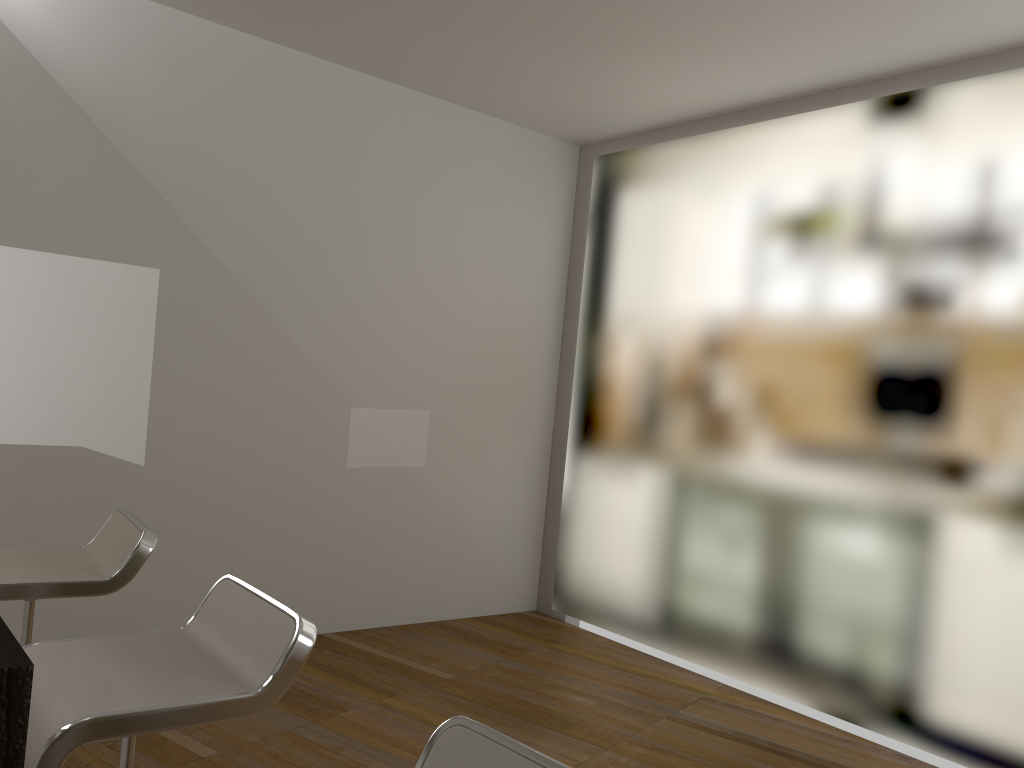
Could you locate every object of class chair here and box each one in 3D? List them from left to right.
[{"bbox_3d":[-1.196,0.756,2.205,0.460,0.857,0.418,6,0,-34],"label":"chair"},{"bbox_3d":[-0.664,0.802,1.547,0.460,0.857,0.418,6,-1,-39],"label":"chair"},{"bbox_3d":[-0.133,0.848,0.889,0.460,0.857,0.418,6,-1,-44],"label":"chair"}]

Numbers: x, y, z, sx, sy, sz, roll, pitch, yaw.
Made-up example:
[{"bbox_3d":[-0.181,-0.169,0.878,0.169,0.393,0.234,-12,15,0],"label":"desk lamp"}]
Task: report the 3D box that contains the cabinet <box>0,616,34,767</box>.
[{"bbox_3d":[-1.451,0.587,1.338,0.663,1.134,2.947,6,-1,-39],"label":"cabinet"}]
